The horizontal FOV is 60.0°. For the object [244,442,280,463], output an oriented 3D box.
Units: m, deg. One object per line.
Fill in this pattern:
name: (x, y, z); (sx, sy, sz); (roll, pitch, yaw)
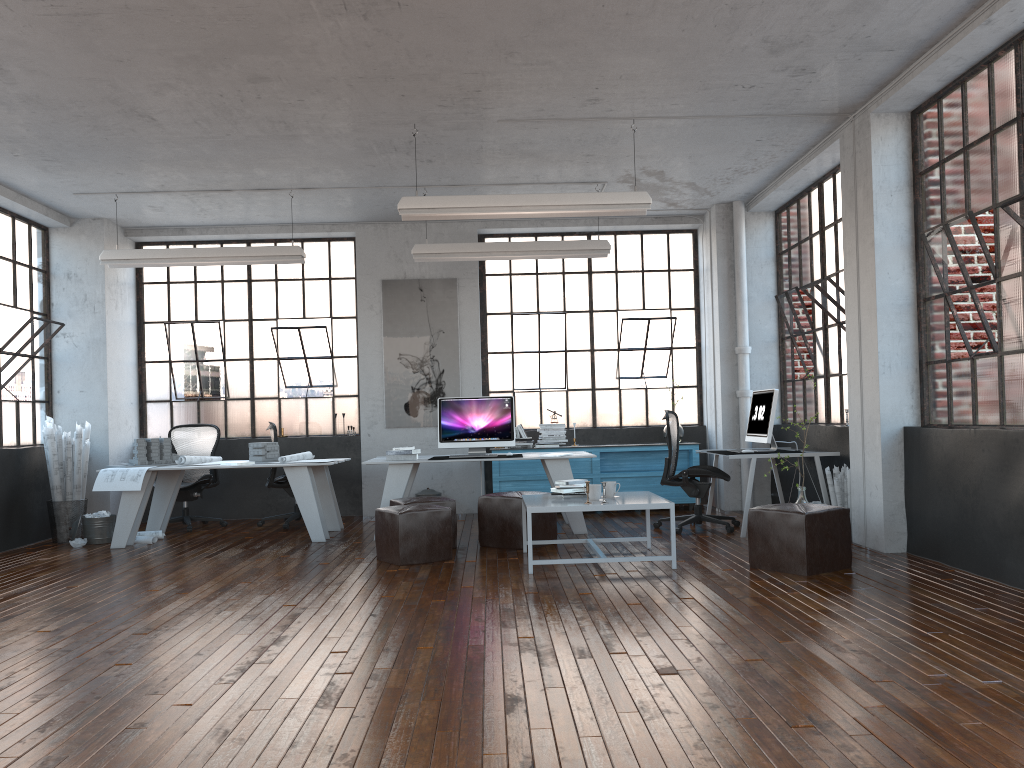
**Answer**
object: (-2.354, 0.647, 8.418); (0.416, 0.182, 0.389); (-3, -2, 29)

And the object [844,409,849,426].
object: (2.827, 0.280, 7.479); (0.055, 0.153, 0.055); (-1, -1, -42)

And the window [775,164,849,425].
window: (2.894, -0.749, 8.189); (0.669, 2.390, 2.592); (-2, -2, -1)

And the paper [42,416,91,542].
paper: (-4.214, 0.882, 8.412); (0.412, 1.197, 0.441); (-1, -1, -23)

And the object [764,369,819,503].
object: (2.039, 0.552, 6.396); (0.330, 1.339, 0.618); (-2, -1, 35)

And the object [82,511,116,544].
object: (-3.822, 1.321, 8.210); (0.290, 0.294, 0.290); (-3, -2, 39)

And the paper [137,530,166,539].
paper: (-3.493, 1.431, 8.307); (0.466, 0.094, 0.114); (-1, -2, -16)

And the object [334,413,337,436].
object: (-2.000, 0.465, 10.065); (0.085, 0.259, 0.085); (-1, -1, -38)

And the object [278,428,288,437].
object: (-2.597, 0.549, 10.037); (0.124, 0.100, 0.124); (-2, -2, 21)

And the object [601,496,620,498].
object: (0.718, 0.826, 6.481); (0.137, 0.003, 0.137); (-2, -2, 20)

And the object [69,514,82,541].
object: (-3.996, 1.333, 8.116); (0.107, 0.281, 0.293); (-1, -2, -28)

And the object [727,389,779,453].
object: (2.177, 0.333, 8.003); (0.377, 0.552, 0.714); (-2, -2, 0)

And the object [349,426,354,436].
object: (-1.814, 0.529, 10.021); (0.058, 0.117, 0.032); (-2, -1, 13)

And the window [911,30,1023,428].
window: (2.971, -0.872, 5.111); (0.669, 2.390, 2.592); (-2, -2, -1)

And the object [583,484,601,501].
object: (0.567, 0.766, 6.251); (0.129, 0.109, 0.101); (-2, -1, 7)

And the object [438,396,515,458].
object: (-0.332, 0.392, 8.192); (0.714, 0.552, 0.377); (-2, -1, 0)

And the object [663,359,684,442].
object: (1.815, 0.184, 9.738); (0.231, 0.939, 0.434); (-1, -1, -20)

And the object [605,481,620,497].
object: (0.728, 0.771, 6.482); (0.129, 0.109, 0.101); (-2, -1, 7)

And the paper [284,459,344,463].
paper: (-1.809, 0.706, 8.129); (0.429, 0.001, 0.485); (-2, -2, 9)

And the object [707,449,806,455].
object: (2.183, 0.616, 8.002); (0.687, 0.008, 0.849); (-2, -2, 0)

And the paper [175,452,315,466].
paper: (-2.518, 0.708, 8.480); (1.075, 0.105, 0.976); (-2, -2, -1)

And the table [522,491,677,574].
table: (0.589, 1.051, 6.415); (0.991, 0.444, 0.973); (-2, -2, -1)

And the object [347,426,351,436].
object: (-1.856, 0.532, 10.077); (0.032, 0.117, 0.058); (-1, -1, -40)

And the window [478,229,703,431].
window: (0.921, -0.613, 10.234); (2.590, 2.390, 0.670); (-2, -1, -1)

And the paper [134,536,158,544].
paper: (-3.395, 1.429, 8.119); (0.341, 0.068, 0.083); (-3, -2, 24)

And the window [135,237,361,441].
window: (-2.984, -0.506, 10.136); (2.590, 2.390, 0.670); (-2, -1, -1)

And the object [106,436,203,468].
object: (-3.356, 0.615, 8.330); (0.434, 0.305, 0.736); (-3, -3, 44)

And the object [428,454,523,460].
object: (-0.325, 0.675, 8.186); (0.848, 0.008, 0.687); (-2, -2, 0)

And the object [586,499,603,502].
object: (0.590, 0.820, 6.248); (0.137, 0.003, 0.137); (-2, -2, 20)

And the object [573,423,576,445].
object: (0.704, 0.562, 9.951); (0.084, 0.256, 0.084); (-1, -1, -24)

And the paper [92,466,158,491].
paper: (-3.394, 0.833, 7.780); (0.439, 0.183, 0.434); (-2, -2, -2)

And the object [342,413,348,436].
object: (-1.906, 0.461, 10.051); (0.085, 0.259, 0.085); (-1, -1, -38)

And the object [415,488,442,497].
object: (-0.912, 1.289, 9.701); (0.293, 0.308, 0.292); (-2, -2, 27)

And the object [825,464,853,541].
object: (2.684, 0.929, 7.080); (0.293, 0.627, 0.274); (-2, -1, 40)

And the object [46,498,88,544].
object: (-4.188, 1.289, 8.359); (0.354, 0.398, 0.354); (-2, -1, 5)

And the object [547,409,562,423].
object: (0.476, 0.352, 9.856); (0.092, 0.161, 0.177); (-1, -2, -34)

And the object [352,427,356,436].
object: (-1.802, 0.539, 10.095); (0.058, 0.102, 0.032); (-2, -1, 34)

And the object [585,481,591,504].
object: (0.520, 0.744, 6.082); (0.052, 0.148, 0.052); (-2, -1, 39)

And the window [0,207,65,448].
window: (-4.805, -0.538, 7.999); (0.669, 2.390, 2.592); (-2, -2, -1)

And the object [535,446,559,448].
object: (0.383, 0.681, 9.655); (0.253, 0.014, 0.187); (-2, -2, -1)

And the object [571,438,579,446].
object: (0.691, 0.642, 9.783); (0.088, 0.084, 0.088); (-2, -1, 3)

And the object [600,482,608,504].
object: (0.630, 0.738, 6.053); (0.055, 0.153, 0.055); (-1, -1, -25)

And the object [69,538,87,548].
object: (-3.880, 1.422, 7.933); (0.135, 0.083, 0.108); (-1, -2, -11)

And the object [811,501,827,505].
object: (2.477, 1.105, 7.273); (0.290, 0.294, 0.291); (0, -2, -44)
